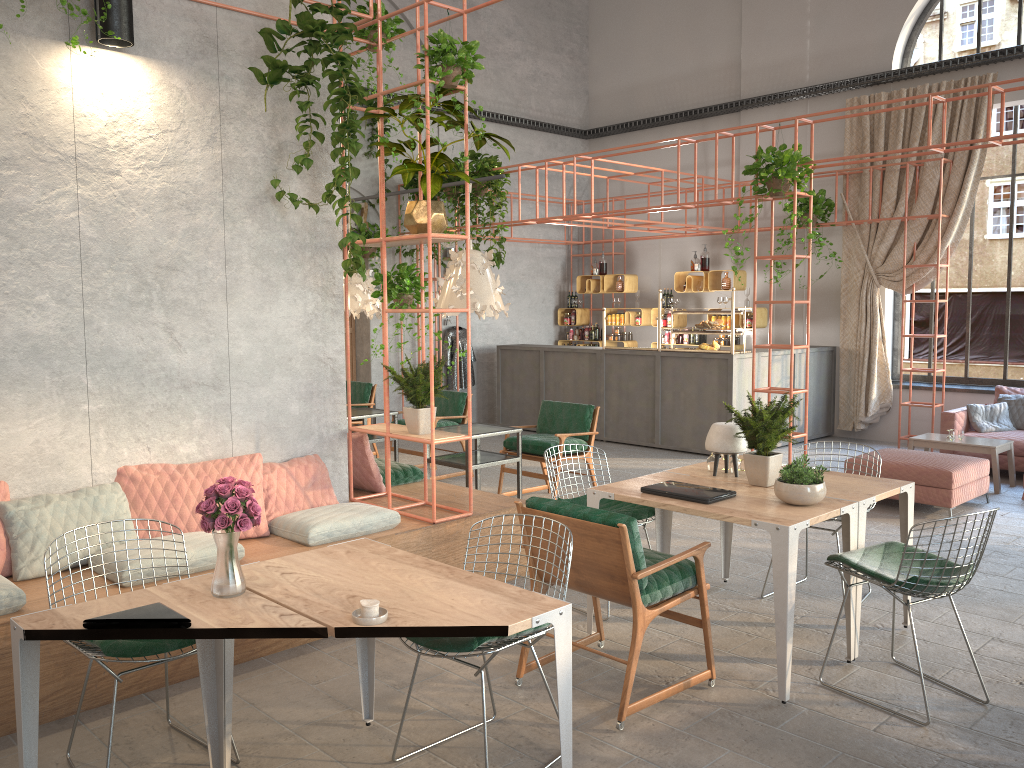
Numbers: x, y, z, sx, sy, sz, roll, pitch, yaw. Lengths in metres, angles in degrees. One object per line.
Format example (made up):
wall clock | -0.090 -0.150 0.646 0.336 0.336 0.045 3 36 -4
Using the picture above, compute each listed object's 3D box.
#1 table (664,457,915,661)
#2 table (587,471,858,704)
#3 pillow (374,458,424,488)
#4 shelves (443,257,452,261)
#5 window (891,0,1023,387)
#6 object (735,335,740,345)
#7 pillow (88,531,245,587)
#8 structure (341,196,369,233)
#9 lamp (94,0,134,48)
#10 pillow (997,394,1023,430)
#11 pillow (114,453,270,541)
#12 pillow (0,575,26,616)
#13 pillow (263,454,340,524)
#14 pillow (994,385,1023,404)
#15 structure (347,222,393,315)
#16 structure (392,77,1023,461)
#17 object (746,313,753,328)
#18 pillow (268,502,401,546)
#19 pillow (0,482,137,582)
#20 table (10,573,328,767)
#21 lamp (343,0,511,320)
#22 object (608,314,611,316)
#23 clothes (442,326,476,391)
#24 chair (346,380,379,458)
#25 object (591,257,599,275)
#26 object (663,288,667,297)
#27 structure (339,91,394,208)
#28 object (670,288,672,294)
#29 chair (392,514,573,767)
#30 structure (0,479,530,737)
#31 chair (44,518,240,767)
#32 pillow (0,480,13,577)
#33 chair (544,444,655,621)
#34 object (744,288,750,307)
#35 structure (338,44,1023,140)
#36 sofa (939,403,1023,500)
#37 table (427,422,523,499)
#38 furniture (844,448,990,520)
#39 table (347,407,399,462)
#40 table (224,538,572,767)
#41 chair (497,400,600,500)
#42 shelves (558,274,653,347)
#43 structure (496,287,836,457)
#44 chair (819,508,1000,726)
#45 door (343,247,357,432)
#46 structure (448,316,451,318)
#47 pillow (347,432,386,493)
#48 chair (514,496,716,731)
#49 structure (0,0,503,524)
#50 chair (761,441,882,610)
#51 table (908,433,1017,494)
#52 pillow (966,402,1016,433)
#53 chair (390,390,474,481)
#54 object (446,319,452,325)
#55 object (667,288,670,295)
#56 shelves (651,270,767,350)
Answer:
table | 1.572 0.945 5.150 0.694 0.830 1.214 -5 7 -44
table | 1.073 0.992 4.666 0.694 0.830 1.205 -5 7 -44
pillow | -1.060 0.694 6.882 0.491 0.149 0.637 -5 7 -43
shelves | -0.749 -1.482 13.217 0.560 0.790 0.186 -5 7 -44
window | 6.518 -2.692 10.199 0.089 5.538 4.127 -5 7 -44
object | 3.198 -0.626 12.579 0.073 0.131 0.073 4 7 39
pillow | -1.796 0.901 4.626 0.637 0.149 0.491 -5 7 -43
structure | -2.445 -2.261 11.664 1.312 0.505 0.063 -5 7 -44
lamp | -2.097 -2.510 4.618 0.179 1.425 0.185 -5 7 -44
pillow | 5.623 0.318 9.692 0.289 0.385 0.666 -5 7 -43
pillow | -1.841 0.672 5.093 0.839 0.474 0.276 -3 6 -23
pillow | -2.551 0.972 3.902 0.637 0.149 0.491 -5 7 -43
pillow | -1.392 0.676 5.558 0.289 0.385 0.666 4 7 41
pillow | 5.741 0.277 9.783 0.276 0.474 0.839 -5 7 -43
structure | -2.068 -1.679 12.210 0.921 1.527 0.950 5 7 44
structure | 4.654 -0.786 8.590 4.157 4.247 14.689 -5 7 -44
object | 3.289 -0.875 12.204 0.131 0.207 0.131 0 5 1
pillow | -1.064 0.832 5.329 0.637 0.149 0.491 -5 7 -43
pillow | -2.315 0.762 4.673 0.289 0.385 0.666 4 7 41
table | -0.960 1.183 2.716 0.694 0.830 1.205 -5 7 -44
lamp | -1.613 -2.647 8.557 0.704 4.052 4.456 -5 7 -44
object | 1.536 -1.008 13.956 0.069 0.191 0.069 -1 5 -2
clothes | -0.784 -0.367 13.275 0.366 0.997 0.625 2 6 26
chair | -2.082 0.445 10.714 0.685 0.930 0.722 -5 7 -44
object | 1.348 -1.904 14.339 0.134 0.301 0.134 3 6 35
object | 2.273 -1.279 13.186 0.066 0.291 0.066 1 5 16
structure | -2.374 -3.090 11.517 0.856 1.514 1.939 4 7 40
object | 2.388 -1.289 13.295 0.066 0.291 0.066 -1 5 -4
chair | -0.113 1.056 3.557 0.565 0.941 0.717 4 7 42
structure | -3.445 1.032 6.652 4.386 0.500 5.831 -5 7 -44
chair | -1.477 1.070 3.527 0.565 0.941 0.717 -5 7 -42
pillow | -2.793 0.756 4.240 0.276 0.474 0.839 3 6 36
chair | 0.556 0.879 5.477 0.565 0.941 0.717 -5 7 -42
object | 3.273 -1.203 12.352 0.075 0.273 0.075 3 6 35
structure | 1.040 -3.267 4.500 15.603 0.110 15.203 -5 7 -44
sofa | 5.440 0.677 8.878 1.960 0.672 2.219 -5 7 -43
table | -0.327 0.778 7.568 0.635 0.798 0.602 -5 7 -44
furniture | 3.703 0.867 8.122 0.941 0.446 0.976 -5 7 -44
table | -1.545 0.676 8.828 0.635 0.798 0.602 -5 7 -44
table | -0.461 1.135 3.200 0.694 0.830 1.214 -5 7 -44
chair | 0.349 0.649 8.199 0.685 0.929 0.722 -5 7 -44
shelves | 1.485 -0.818 14.202 0.328 1.838 1.750 -5 7 -44
structure | 2.105 -0.324 12.717 2.579 2.022 4.057 -5 7 -44
chair | 1.850 0.987 4.149 0.565 0.941 0.717 -3 6 -27
door | -2.909 -0.622 12.350 1.360 2.729 0.551 -5 7 -44
structure | -0.934 -1.008 13.187 0.066 0.044 0.019 -5 7 -44
pillow | -1.291 0.544 6.497 0.839 0.474 0.276 3 6 36
chair | 0.479 0.995 4.234 0.685 0.917 0.722 -5 7 -44
structure | -1.891 -0.924 4.470 14.096 4.345 4.501 5 7 45
chair | 1.920 0.865 5.507 0.565 0.941 0.717 4 7 42
table | 4.526 0.784 8.966 0.520 0.455 0.916 -5 7 -44
pillow | 5.243 0.374 9.658 0.500 0.324 0.307 -1 5 -9
chair | -0.879 0.546 9.470 0.685 0.930 0.722 -5 7 -44
object | -0.946 -0.931 13.161 0.093 0.121 0.049 -5 7 -41
object | 2.328 -1.284 13.240 0.066 0.291 0.066 -4 6 -37
shelves | 2.817 -0.706 12.824 0.328 1.838 1.750 -5 7 -44
